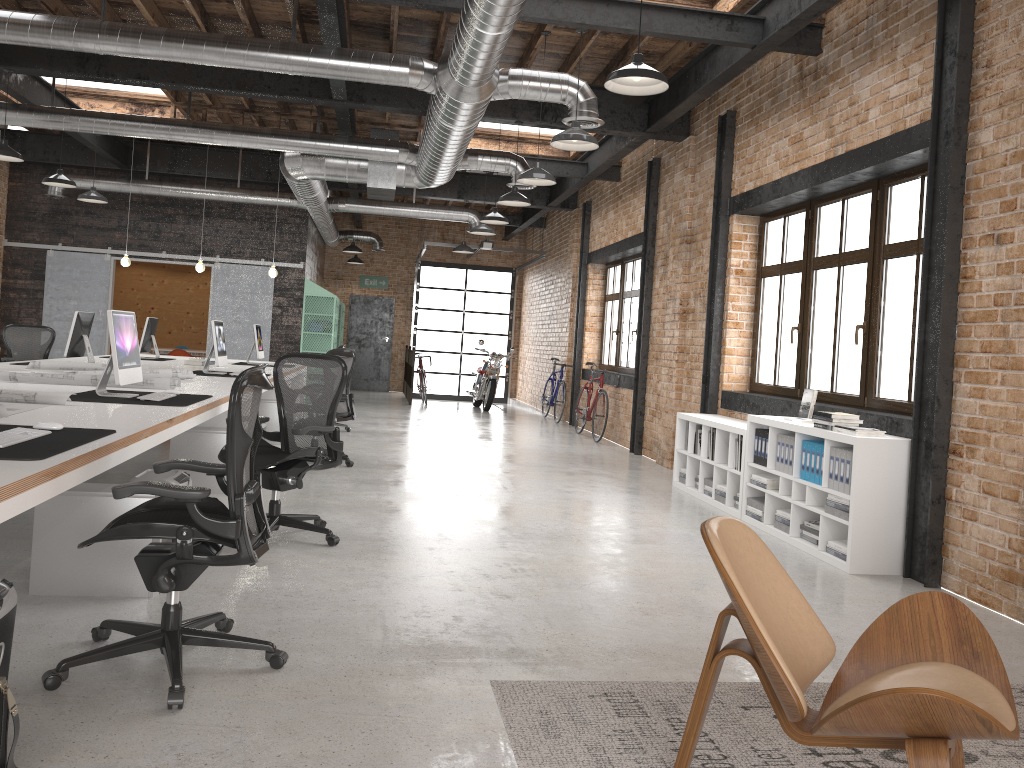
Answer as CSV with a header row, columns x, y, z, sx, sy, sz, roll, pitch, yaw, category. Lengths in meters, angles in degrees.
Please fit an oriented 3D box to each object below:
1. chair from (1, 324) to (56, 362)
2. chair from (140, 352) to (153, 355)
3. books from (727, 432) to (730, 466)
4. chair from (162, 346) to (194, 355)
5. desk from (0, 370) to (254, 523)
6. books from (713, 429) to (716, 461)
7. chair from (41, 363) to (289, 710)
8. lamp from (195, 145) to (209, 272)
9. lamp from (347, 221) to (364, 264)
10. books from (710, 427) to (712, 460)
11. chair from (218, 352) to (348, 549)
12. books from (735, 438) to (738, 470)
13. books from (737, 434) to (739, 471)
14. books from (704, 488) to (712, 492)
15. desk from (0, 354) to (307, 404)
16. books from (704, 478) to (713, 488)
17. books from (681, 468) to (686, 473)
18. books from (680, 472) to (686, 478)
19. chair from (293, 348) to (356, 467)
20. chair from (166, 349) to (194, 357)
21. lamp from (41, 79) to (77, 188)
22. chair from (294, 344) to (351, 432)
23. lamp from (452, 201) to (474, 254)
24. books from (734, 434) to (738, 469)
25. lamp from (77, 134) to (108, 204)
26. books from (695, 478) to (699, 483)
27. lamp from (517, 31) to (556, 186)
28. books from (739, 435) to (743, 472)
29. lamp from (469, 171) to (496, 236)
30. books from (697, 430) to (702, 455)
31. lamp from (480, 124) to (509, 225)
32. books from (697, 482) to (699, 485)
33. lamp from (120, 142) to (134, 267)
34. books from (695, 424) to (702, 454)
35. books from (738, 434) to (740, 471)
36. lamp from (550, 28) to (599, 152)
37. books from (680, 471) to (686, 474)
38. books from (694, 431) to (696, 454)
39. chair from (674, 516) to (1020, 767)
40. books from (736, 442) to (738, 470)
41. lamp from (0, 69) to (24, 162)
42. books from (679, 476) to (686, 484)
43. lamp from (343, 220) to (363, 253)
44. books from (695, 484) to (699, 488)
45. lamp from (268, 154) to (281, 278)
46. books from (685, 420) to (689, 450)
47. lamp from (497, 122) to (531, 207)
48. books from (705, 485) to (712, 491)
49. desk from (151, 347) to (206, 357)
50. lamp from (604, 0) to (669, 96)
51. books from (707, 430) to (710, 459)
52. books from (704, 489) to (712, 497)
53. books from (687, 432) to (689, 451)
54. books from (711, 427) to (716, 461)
x,y,z,sx,sy,sz,roll,pitch,yaw,category
-5.697,-0.162,10.569,0.793,1.086,0.769,4,1,30,chair
-6.486,-0.269,15.379,0.617,0.778,0.581,4,1,-14,chair
1.879,0.515,7.129,0.259,0.351,0.065,4,0,-4,books
-6.542,-0.360,17.372,0.617,0.778,0.581,4,1,-14,chair
-2.822,0.447,4.473,2.311,0.769,5.116,3,2,-9,desk
1.808,0.530,7.461,0.221,0.283,0.061,4,0,-4,books
-1.166,0.456,3.108,0.791,1.086,0.771,3,1,-25,chair
-4.006,-2.289,11.525,0.123,1.679,0.123,4,0,-11,lamp
-3.210,-3.178,18.425,0.361,1.339,0.362,4,0,-31,lamp
1.821,0.493,7.525,0.259,0.353,0.070,4,0,-4,books
-1.326,0.356,5.161,0.771,1.086,0.792,4,1,15,chair
1.849,0.565,6.972,0.182,0.262,0.056,4,0,-4,books
1.894,0.523,6.929,0.258,0.355,0.049,4,0,-4,books
1.769,0.895,7.450,0.219,0.034,0.260,3,2,-9,books
-3.604,0.176,9.532,2.311,0.769,5.116,3,2,-9,desk
1.774,0.840,7.465,0.217,0.078,0.291,3,2,-9,books
1.679,0.789,8.061,0.214,0.052,0.252,3,2,-9,books
1.672,0.832,8.072,0.206,0.067,0.275,3,2,-9,books
-1.810,0.192,8.201,0.792,1.086,0.770,4,1,0,chair
-5.789,-0.229,15.487,0.617,0.778,0.581,4,1,-14,chair
-5.127,-2.951,10.121,0.362,1.363,0.362,4,0,-1,lamp
-2.355,0.037,10.933,0.791,1.086,0.771,3,1,-30,chair
-0.784,-2.618,14.732,0.361,0.856,0.362,4,0,-31,lamp
1.890,0.544,7.014,0.259,0.305,0.040,4,0,-4,books
-5.328,-2.762,11.311,0.362,0.856,0.362,4,0,9,lamp
1.760,0.853,7.777,0.222,0.055,0.282,3,2,-8,books
0.266,-2.513,8.048,0.361,1.363,0.362,4,0,-36,lamp
1.903,0.526,6.875,0.271,0.354,0.063,4,0,-4,books
-0.373,-2.476,12.077,0.362,0.856,0.362,4,0,9,lamp
1.749,0.531,7.861,0.197,0.240,0.058,4,0,-4,books
-0.173,-2.665,10.888,0.362,1.363,0.362,4,0,-1,lamp
1.737,0.881,7.761,0.163,0.047,0.239,3,2,-8,books
-4.914,-2.342,11.385,0.123,1.679,0.123,4,0,-11,lamp
1.749,0.507,7.896,0.221,0.283,0.061,4,0,-4,books
1.899,0.525,6.905,0.259,0.353,0.070,4,0,-4,books
0.486,-2.177,6.513,0.362,0.856,0.362,4,0,9,lamp
1.678,0.807,8.065,0.219,0.039,0.260,3,2,-9,books
1.766,0.471,7.930,0.271,0.354,0.063,4,0,-4,books
0.976,0.794,2.357,0.855,0.752,0.869,3,1,-33,chair
1.845,0.577,6.940,0.162,0.240,0.054,4,0,-4,books
-4.907,-2.616,8.587,0.362,0.856,0.362,4,0,-1,lamp
1.674,0.883,8.080,0.217,0.072,0.290,3,2,-9,books
-2.833,-3.047,15.984,0.361,1.339,0.362,4,0,-31,lamp
1.740,0.909,7.776,0.184,0.049,0.261,3,2,-8,books
-3.099,-2.237,11.666,0.123,1.679,0.123,4,0,-11,lamp
1.742,0.460,8.184,0.259,0.351,0.065,4,0,-4,books
0.047,-2.330,9.353,0.362,0.856,0.361,4,0,14,lamp
1.770,0.877,7.446,0.214,0.046,0.252,3,2,-9,books
-5.984,-0.260,16.435,1.998,0.731,0.999,3,2,-8,desk
0.741,-2.347,4.972,0.362,1.363,0.361,4,0,9,lamp
1.771,0.533,7.592,0.182,0.262,0.056,4,0,-4,books
1.763,0.921,7.458,0.206,0.061,0.274,3,2,-9,books
1.742,0.472,8.122,0.249,0.333,0.060,4,0,-4,books
1.825,0.494,7.495,0.271,0.354,0.063,4,0,-4,books
